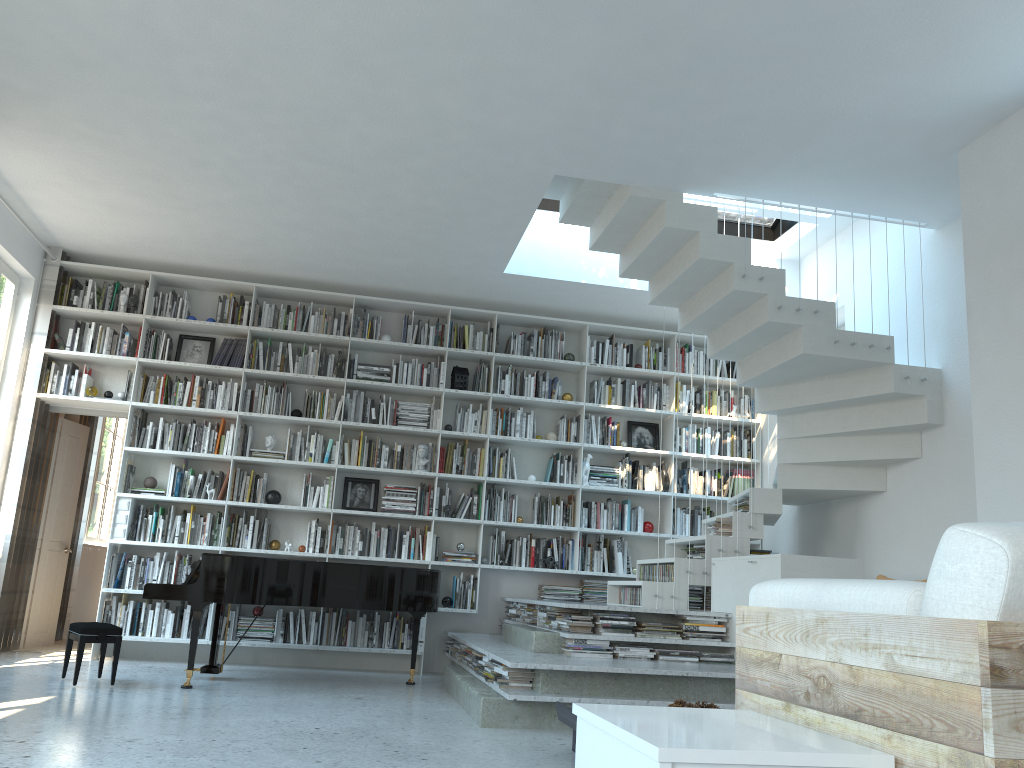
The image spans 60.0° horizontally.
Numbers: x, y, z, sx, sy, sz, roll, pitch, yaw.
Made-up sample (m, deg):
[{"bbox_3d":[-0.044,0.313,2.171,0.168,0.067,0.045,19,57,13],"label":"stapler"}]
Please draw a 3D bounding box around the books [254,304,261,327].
[{"bbox_3d":[-2.207,-0.555,7.686,0.029,0.237,0.156,6,-13,-10],"label":"books"}]

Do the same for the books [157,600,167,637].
[{"bbox_3d":[-2.794,1.858,7.081,0.014,0.303,0.139,6,-13,-10],"label":"books"}]

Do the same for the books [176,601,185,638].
[{"bbox_3d":[-2.655,1.870,7.110,0.013,0.309,0.131,6,-13,-10],"label":"books"}]

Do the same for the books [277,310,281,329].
[{"bbox_3d":[-2.025,-0.522,7.715,0.015,0.207,0.167,6,-13,-10],"label":"books"}]

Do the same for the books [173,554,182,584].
[{"bbox_3d":[-2.700,1.526,7.153,0.012,0.294,0.176,6,-13,-10],"label":"books"}]

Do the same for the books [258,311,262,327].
[{"bbox_3d":[-2.185,-0.523,7.699,0.024,0.182,0.133,6,-13,-10],"label":"books"}]

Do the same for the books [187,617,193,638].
[{"bbox_3d":[-2.560,1.904,7.128,0.040,0.263,0.137,6,-13,-10],"label":"books"}]

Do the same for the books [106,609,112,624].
[{"bbox_3d":[-3.161,1.870,6.980,0.029,0.190,0.177,6,-13,-10],"label":"books"}]

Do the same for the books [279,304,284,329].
[{"bbox_3d":[-2.012,-0.548,7.725,0.010,0.263,0.161,6,-13,-10],"label":"books"}]

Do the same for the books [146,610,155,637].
[{"bbox_3d":[-2.858,1.896,7.037,0.030,0.201,0.168,6,-13,-10],"label":"books"}]

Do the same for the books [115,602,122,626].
[{"bbox_3d":[-3.101,1.854,7.018,0.024,0.246,0.143,6,-13,-10],"label":"books"}]

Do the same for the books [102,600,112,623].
[{"bbox_3d":[-3.207,1.840,7.005,0.012,0.253,0.161,6,-13,-10],"label":"books"}]

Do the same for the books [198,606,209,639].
[{"bbox_3d":[-2.474,1.915,7.133,0.065,0.255,0.156,6,-13,-10],"label":"books"}]

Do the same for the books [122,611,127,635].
[{"bbox_3d":[-3.048,1.888,7.019,0.022,0.185,0.145,6,-13,-10],"label":"books"}]

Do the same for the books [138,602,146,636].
[{"bbox_3d":[-2.923,1.867,7.050,0.027,0.256,0.160,6,-13,-10],"label":"books"}]

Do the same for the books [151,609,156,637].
[{"bbox_3d":[-2.842,1.900,7.070,0.014,0.210,0.146,6,-13,-10],"label":"books"}]

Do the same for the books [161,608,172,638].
[{"bbox_3d":[-2.751,1.900,7.061,0.021,0.217,0.191,6,-13,-10],"label":"books"}]

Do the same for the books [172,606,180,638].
[{"bbox_3d":[-2.669,1.894,7.070,0.023,0.243,0.188,6,-13,-10],"label":"books"}]

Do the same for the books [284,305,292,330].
[{"bbox_3d":[-1.960,-0.540,7.751,0.028,0.267,0.152,6,-13,-10],"label":"books"}]

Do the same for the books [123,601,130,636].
[{"bbox_3d":[-3.025,1.849,7.012,0.013,0.261,0.174,6,-13,-10],"label":"books"}]

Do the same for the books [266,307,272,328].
[{"bbox_3d":[-2.107,-0.536,7.703,0.023,0.219,0.181,6,-13,-10],"label":"books"}]

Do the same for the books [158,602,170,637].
[{"bbox_3d":[-2.772,1.875,7.062,0.025,0.265,0.160,6,-13,-10],"label":"books"}]

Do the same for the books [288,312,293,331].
[{"bbox_3d":[-1.932,-0.507,7.740,0.030,0.201,0.152,6,-13,-10],"label":"books"}]

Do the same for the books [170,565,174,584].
[{"bbox_3d":[-2.731,1.568,7.151,0.013,0.208,0.155,6,-13,-10],"label":"books"}]

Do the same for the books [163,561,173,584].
[{"bbox_3d":[-2.780,1.550,7.150,0.031,0.238,0.132,6,-13,-10],"label":"books"}]

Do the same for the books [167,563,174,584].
[{"bbox_3d":[-2.751,1.558,7.150,0.028,0.224,0.134,6,-13,-10],"label":"books"}]

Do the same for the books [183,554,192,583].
[{"bbox_3d":[-2.626,1.532,7.169,0.013,0.300,0.173,6,-13,-10],"label":"books"}]

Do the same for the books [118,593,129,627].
[{"bbox_3d":[-3.081,1.820,7.026,0.011,0.318,0.158,6,-13,-10],"label":"books"}]

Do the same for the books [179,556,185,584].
[{"bbox_3d":[-2.664,1.540,7.178,0.013,0.283,0.139,6,-13,-10],"label":"books"}]

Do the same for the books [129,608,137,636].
[{"bbox_3d":[-2.991,1.885,7.034,0.022,0.205,0.159,6,-13,-10],"label":"books"}]

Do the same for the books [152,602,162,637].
[{"bbox_3d":[-2.813,1.870,7.055,0.031,0.265,0.187,6,-13,-10],"label":"books"}]

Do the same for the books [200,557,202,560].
[{"bbox_3d":[-2.523,1.552,7.198,0.025,0.287,0.131,6,-13,-10],"label":"books"}]

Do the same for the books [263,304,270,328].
[{"bbox_3d":[-2.133,-0.555,7.706,0.031,0.254,0.146,6,-13,-10],"label":"books"}]

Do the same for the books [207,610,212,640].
[{"bbox_3d":[-2.400,1.924,7.102,0.017,0.232,0.213,6,-13,-10],"label":"books"}]

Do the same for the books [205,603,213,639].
[{"bbox_3d":[-2.429,1.910,7.144,0.027,0.275,0.144,6,-13,-10],"label":"books"}]

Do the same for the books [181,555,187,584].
[{"bbox_3d":[-2.644,1.536,7.170,0.022,0.290,0.138,6,-13,-10],"label":"books"}]

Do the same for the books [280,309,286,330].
[{"bbox_3d":[-2.000,-0.526,7.750,0.025,0.234,0.130,6,-13,-10],"label":"books"}]

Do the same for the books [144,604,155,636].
[{"bbox_3d":[-2.887,1.877,7.061,0.022,0.246,0.135,6,-13,-10],"label":"books"}]

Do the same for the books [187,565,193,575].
[{"bbox_3d":[-2.593,1.577,7.169,0.059,0.215,0.177,6,-13,-10],"label":"books"}]

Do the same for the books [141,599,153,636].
[{"bbox_3d":[-2.899,1.845,7.044,0.013,0.300,0.184,6,-13,-10],"label":"books"}]

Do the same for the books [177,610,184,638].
[{"bbox_3d":[-2.639,1.919,7.101,0.024,0.213,0.137,6,-13,-10],"label":"books"}]

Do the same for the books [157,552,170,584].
[{"bbox_3d":[-2.808,1.508,7.131,0.039,0.306,0.172,6,-13,-10],"label":"books"}]

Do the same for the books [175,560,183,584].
[{"bbox_3d":[-2.685,1.552,7.169,0.029,0.254,0.153,6,-13,-10],"label":"books"}]

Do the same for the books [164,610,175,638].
[{"bbox_3d":[-2.727,1.908,7.063,0.028,0.206,0.171,6,-13,-10],"label":"books"}]

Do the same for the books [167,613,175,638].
[{"bbox_3d":[-2.697,1.919,7.059,0.031,0.187,0.190,6,-13,-10],"label":"books"}]

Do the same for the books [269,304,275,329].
[{"bbox_3d":[-2.083,-0.548,7.713,0.023,0.251,0.171,6,-13,-10],"label":"books"}]

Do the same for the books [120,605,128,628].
[{"bbox_3d":[-3.067,1.865,7.013,0.022,0.225,0.155,6,-13,-10],"label":"books"}]

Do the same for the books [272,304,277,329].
[{"bbox_3d":[-2.065,-0.547,7.712,0.012,0.249,0.174,6,-13,-10],"label":"books"}]

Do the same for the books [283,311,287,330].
[{"bbox_3d":[-1.981,-0.517,7.743,0.012,0.215,0.150,6,-13,-10],"label":"books"}]

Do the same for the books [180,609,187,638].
[{"bbox_3d":[-2.614,1.913,7.095,0.022,0.224,0.141,6,-13,-10],"label":"books"}]

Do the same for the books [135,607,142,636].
[{"bbox_3d":[-2.947,1.881,7.037,0.022,0.220,0.163,6,-13,-10],"label":"books"}]

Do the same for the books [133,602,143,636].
[{"bbox_3d":[-2.969,1.866,7.046,0.022,0.251,0.140,6,-13,-10],"label":"books"}]

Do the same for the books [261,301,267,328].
[{"bbox_3d":[-2.162,-0.565,7.723,0.021,0.278,0.141,6,-13,-10],"label":"books"}]

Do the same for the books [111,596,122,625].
[{"bbox_3d":[-3.132,1.826,7.010,0.045,0.293,0.181,6,-13,-10],"label":"books"}]

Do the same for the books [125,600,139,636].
[{"bbox_3d":[-3.009,1.850,7.021,0.023,0.265,0.177,6,-13,-10],"label":"books"}]

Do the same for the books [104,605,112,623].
[{"bbox_3d":[-3.191,1.861,7.004,0.023,0.215,0.159,6,-13,-10],"label":"books"}]

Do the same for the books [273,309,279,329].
[{"bbox_3d":[-2.044,-0.527,7.699,0.029,0.207,0.179,6,-13,-10],"label":"books"}]

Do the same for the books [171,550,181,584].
[{"bbox_3d":[-2.710,1.508,7.146,0.014,0.324,0.171,6,-13,-10],"label":"books"}]

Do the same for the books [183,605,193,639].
[{"bbox_3d":[-2.589,1.900,7.099,0.027,0.255,0.179,6,-13,-10],"label":"books"}]
